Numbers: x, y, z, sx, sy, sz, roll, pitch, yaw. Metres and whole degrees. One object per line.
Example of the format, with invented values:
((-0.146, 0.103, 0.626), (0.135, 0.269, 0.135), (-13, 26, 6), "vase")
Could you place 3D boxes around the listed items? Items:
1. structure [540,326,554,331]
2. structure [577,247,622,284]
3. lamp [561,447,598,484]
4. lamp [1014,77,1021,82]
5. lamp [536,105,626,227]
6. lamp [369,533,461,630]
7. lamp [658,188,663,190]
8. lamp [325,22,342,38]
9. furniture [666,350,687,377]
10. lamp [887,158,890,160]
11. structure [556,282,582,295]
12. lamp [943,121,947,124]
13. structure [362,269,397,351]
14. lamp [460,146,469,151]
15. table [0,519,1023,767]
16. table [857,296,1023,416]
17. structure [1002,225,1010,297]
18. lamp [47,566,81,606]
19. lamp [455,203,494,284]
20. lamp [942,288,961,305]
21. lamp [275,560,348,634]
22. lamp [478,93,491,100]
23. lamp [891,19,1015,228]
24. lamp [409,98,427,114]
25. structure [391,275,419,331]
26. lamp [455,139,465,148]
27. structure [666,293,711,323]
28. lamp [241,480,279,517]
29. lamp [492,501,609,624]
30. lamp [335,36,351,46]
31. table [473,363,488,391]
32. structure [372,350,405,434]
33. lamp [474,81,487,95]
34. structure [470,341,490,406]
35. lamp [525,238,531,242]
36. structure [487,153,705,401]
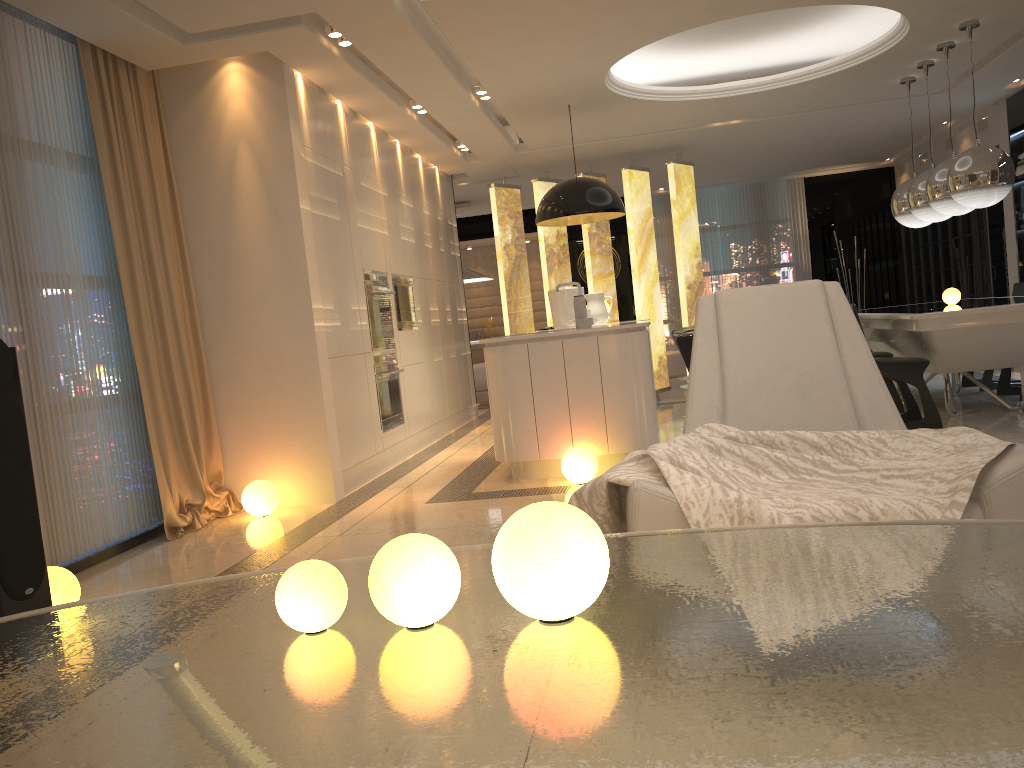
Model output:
((0.550, -0.540, 8.210), (0.502, 0.026, 0.811), (-6, 4, 9), "structure")
((1.301, -1.781, 13.260), (0.669, 0.669, 0.048), (-6, 4, 9), "structure")
((0.391, 0.471, 5.143), (0.212, 0.214, 0.213), (-8, 4, -30), "lamp")
((4.542, -2.797, 8.017), (0.107, 0.127, 0.107), (-7, 4, -10), "lamp")
((0.495, -1.745, 6.984), (0.710, 0.898, 0.710), (-5, 4, 20), "lamp")
((-0.122, 0.246, 1.112), (0.115, 0.115, 0.115), (-4, 4, 35), "lamp")
((2.127, -2.831, 12.624), (0.107, 0.127, 0.107), (-4, 4, 28), "lamp")
((-0.994, -2.006, 4.958), (0.107, 0.127, 0.107), (-6, 4, -2), "lamp")
((2.229, -0.292, 12.850), (0.735, 0.357, 0.735), (-5, 4, 11), "furniture")
((5.102, -3.118, 12.093), (0.107, 0.127, 0.107), (-7, 4, -10), "lamp")
((0.387, -0.518, 5.879), (0.177, 0.310, 0.089), (-6, 4, 9), "structure")
((4.740, -2.930, 9.759), (0.107, 0.127, 0.107), (-7, 4, -10), "lamp")
((-1.228, -0.533, 6.737), (0.595, 0.597, 0.609), (-6, 4, 9), "structure")
((-0.451, -2.287, 8.452), (0.107, 0.127, 0.107), (-6, 4, 5), "lamp")
((0.137, 0.567, 1.007), (2.140, 0.565, 0.999), (-6, 4, 8), "table")
((3.322, -0.220, 6.713), (1.293, 0.759, 3.031), (-6, 4, 9), "table")
((6.662, -2.541, 10.811), (1.964, 4.134, 3.425), (-6, 4, 9), "structure")
((-1.790, 0.815, 3.434), (0.212, 0.214, 0.213), (-8, 4, -30), "lamp")
((-1.092, -1.799, 11.699), (1.578, 0.995, 0.939), (-6, 4, 9), "lamp")
((3.268, -0.652, 6.592), (0.125, 0.125, 0.125), (-8, 4, -30), "lamp")
((-0.256, 0.271, 1.135), (0.090, 0.091, 0.090), (-8, 4, -30), "lamp")
((-0.204, -2.199, 6.651), (0.107, 0.127, 0.107), (-7, 4, -10), "lamp")
((3.208, -1.848, 6.625), (0.408, 1.226, 1.827), (-6, 4, 9), "lamp")
((-0.711, -2.153, 6.779), (0.107, 0.127, 0.270), (-6, 4, 9), "lamp")
((-1.109, -0.652, 7.466), (0.446, 0.450, 0.659), (-6, 4, 9), "structure")
((-0.477, -2.274, 8.291), (0.107, 0.127, 0.107), (-7, 4, -10), "lamp")
((3.037, -0.737, 12.273), (1.275, 1.142, 1.282), (-9, 4, -34), "structure")
((-1.473, 0.668, 5.191), (0.212, 0.214, 0.213), (-8, 4, -30), "lamp")
((0.047, 0.215, 1.084), (0.143, 0.143, 0.143), (-7, 4, -6), "lamp")
((-0.969, -2.019, 5.119), (0.107, 0.127, 0.107), (-6, 4, -2), "lamp")
((-0.503, -0.134, 14.250), (0.608, 0.457, 1.143), (-6, 4, 9), "table")
((-1.163, 0.071, 6.775), (0.595, 0.597, 0.609), (-6, 4, 9), "structure")
((-0.229, -2.186, 6.490), (0.107, 0.127, 0.107), (-7, 4, -10), "lamp")
((-0.911, -0.118, 11.788), (2.912, 0.812, 1.659), (-6, 4, 9), "structure")
((0.245, -2.332, 14.198), (0.107, 0.127, 0.107), (-7, 4, -10), "lamp")
((0.962, -1.046, 9.474), (2.180, 2.555, 0.448), (-6, 4, 9), "structure")
